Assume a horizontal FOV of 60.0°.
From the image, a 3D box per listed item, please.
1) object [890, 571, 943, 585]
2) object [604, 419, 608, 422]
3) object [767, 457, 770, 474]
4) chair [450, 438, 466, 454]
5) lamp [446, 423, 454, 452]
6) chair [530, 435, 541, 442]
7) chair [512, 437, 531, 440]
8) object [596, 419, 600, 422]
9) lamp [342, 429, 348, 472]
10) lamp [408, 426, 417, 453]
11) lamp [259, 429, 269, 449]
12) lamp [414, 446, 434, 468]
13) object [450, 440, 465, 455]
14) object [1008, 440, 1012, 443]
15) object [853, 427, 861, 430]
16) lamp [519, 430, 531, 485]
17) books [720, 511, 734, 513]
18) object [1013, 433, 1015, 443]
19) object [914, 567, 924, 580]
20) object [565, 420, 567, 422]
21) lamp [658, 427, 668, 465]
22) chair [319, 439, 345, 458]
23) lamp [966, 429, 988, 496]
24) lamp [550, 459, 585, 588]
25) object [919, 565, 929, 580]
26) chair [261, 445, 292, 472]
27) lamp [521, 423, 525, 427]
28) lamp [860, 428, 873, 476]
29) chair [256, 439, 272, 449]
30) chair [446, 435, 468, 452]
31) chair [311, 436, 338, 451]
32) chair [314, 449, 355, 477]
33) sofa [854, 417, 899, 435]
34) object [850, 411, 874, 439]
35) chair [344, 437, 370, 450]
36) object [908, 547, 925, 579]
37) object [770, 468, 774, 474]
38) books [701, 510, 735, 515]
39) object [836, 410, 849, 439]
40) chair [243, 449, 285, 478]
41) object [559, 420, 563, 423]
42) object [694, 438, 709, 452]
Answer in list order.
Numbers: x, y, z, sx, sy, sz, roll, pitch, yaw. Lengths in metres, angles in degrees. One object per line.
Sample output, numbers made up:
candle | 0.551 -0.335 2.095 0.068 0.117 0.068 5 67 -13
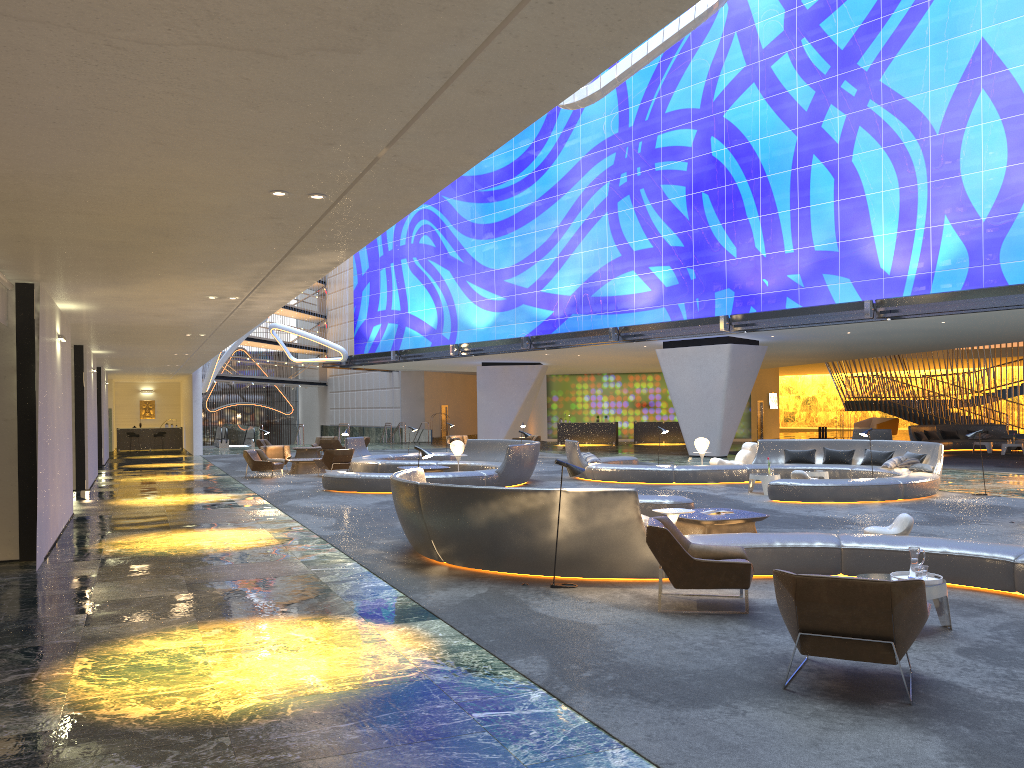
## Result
object | 3.229 1.549 7.080 0.381 0.038 0.381 0 -2 -31
object | 4.710 1.837 44.366 0.150 0.145 0.150 -1 -1 11
object | 5.278 1.678 18.174 0.076 0.356 0.066 0 0 34
chair | -1.770 2.365 32.634 0.939 0.767 0.929 -1 -1 10
lamp | -2.458 2.172 35.064 0.384 1.300 0.202 -1 0 -6
chair | 0.601 2.387 34.389 0.938 0.767 0.929 0 -1 -14
chair | 0.192 2.345 32.720 0.929 0.767 0.939 0 -1 -39
object | 4.307 1.843 44.431 0.150 0.145 0.150 -1 -1 11
lamp | -4.646 1.910 24.825 0.202 1.300 0.384 -1 0 -6
lamp | -3.225 1.998 28.557 0.384 1.300 0.202 -1 0 -6
lamp | -7.521 1.999 26.828 0.384 1.300 0.202 -1 0 -6
lamp | -1.273 1.529 12.589 0.384 1.300 0.202 -1 0 27
object | -1.436 1.674 23.252 0.367 0.387 0.318 0 0 -16
object | 17.494 2.020 31.147 0.151 0.118 0.071 -1 0 12
object | 12.825 1.781 32.914 0.318 0.387 0.367 -1 -1 -16
lamp | 0.290 1.749 21.093 0.384 1.300 0.202 -1 0 -6
books | 2.830 1.700 11.776 0.133 0.012 0.189 0 -2 -33
object | 17.578 1.896 31.020 0.076 0.356 0.066 -1 0 -31
object | 3.208 1.504 6.983 0.071 0.118 0.071 -1 0 -41
object | 2.719 1.890 44.833 0.107 0.108 0.111 -1 -1 12
lamp | 3.947 1.769 23.314 0.384 1.300 0.202 0 0 43
chair | -6.656 2.435 33.132 0.929 0.767 0.939 -1 -1 29
lamp | 9.145 1.545 17.451 0.384 1.300 0.202 -1 0 21
lamp | 0.563 1.406 8.969 0.384 1.300 0.202 -1 0 -23
object | 3.268 1.504 7.036 0.071 0.118 0.071 -1 0 35
chair | -7.183 2.267 26.910 0.929 0.767 0.939 0 -1 -17
lamp | 0.417 2.082 33.061 0.202 1.300 0.384 -1 0 -6
lamp | 7.816 1.617 19.466 0.384 1.300 0.202 -1 0 -30
chair | -9.150 2.476 33.596 0.938 0.767 0.929 -1 -1 2
chair | -2.120 2.439 35.146 0.929 0.767 0.939 0 -1 -17
chair | -7.570 2.524 35.937 0.929 0.767 0.939 -1 -1 4
chair | -4.871 2.172 24.484 0.929 0.767 0.939 0 -1 -39
sofa | 18.030 2.253 43.960 1.062 1.180 3.417 -1 -1 3
object | 18.607 2.086 47.111 1.205 1.664 0.476 -1 0 -13
chair | -6.117 2.482 35.022 0.938 0.767 0.930 0 -1 -21
object | 3.245 1.440 7.130 0.131 0.252 0.103 -1 0 -40
object | 5.358 1.799 18.306 0.071 0.118 0.151 -1 -1 -13
books | 2.729 1.695 11.776 0.395 0.039 0.301 0 -2 -9
object | 17.543 2.097 47.073 0.476 1.664 1.205 -1 0 32
chair | -6.833 2.192 24.397 0.939 0.767 0.929 -1 -1 10
object | 2.477 1.875 44.884 0.149 0.150 0.149 -1 -1 12
object | 4.985 1.601 23.279 0.367 0.387 0.318 0 -1 -41
